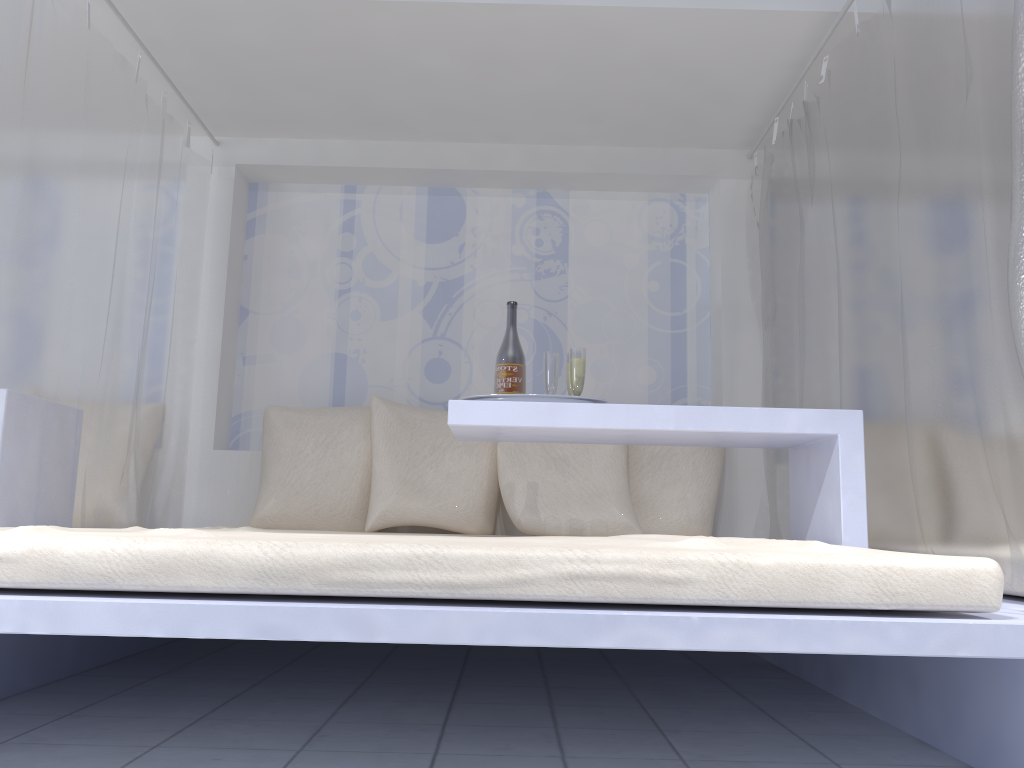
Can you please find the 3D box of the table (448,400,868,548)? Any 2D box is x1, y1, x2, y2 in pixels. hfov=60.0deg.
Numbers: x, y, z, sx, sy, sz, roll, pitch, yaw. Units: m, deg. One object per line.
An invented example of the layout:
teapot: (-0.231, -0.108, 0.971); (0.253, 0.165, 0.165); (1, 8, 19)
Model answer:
table: (0.363, 0.308, 2.444); (1.065, 0.450, 0.416); (1, -9, 0)

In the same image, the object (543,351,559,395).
object: (0.111, -0.005, 2.536); (0.059, 0.174, 0.059); (7, -11, -32)

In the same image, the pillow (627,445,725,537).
pillow: (0.549, 0.349, 3.407); (0.572, 0.510, 0.231); (1, -9, 1)

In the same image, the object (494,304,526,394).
object: (-0.003, -0.084, 2.525); (0.092, 0.302, 0.092); (7, -11, -32)

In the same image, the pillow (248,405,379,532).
pillow: (-0.729, 0.328, 3.396); (0.524, 0.521, 0.230); (1, -9, 2)

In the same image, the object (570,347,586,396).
object: (0.183, -0.013, 2.473); (0.059, 0.174, 0.059); (7, -11, -32)

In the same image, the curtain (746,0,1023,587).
curtain: (0.963, -0.260, 2.478); (0.151, 1.552, 2.050); (1, -9, 0)

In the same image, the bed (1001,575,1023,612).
bed: (2.048, 0.656, 2.384); (2.200, 0.427, 2.016); (1, -9, 0)

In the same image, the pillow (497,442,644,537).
pillow: (0.208, 0.339, 3.316); (0.528, 0.482, 0.307); (2, -9, -5)

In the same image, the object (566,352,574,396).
object: (0.176, -0.003, 2.536); (0.059, 0.174, 0.059); (7, -11, -32)

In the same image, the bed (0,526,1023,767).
bed: (-0.161, 0.606, 2.400); (2.200, 0.422, 2.022); (1, -9, 0)

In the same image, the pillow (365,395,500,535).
pillow: (-0.297, 0.312, 3.374); (0.537, 0.527, 0.233); (5, -10, -20)

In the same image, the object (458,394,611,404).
object: (0.063, 0.064, 2.488); (0.429, 0.031, 0.275); (1, -9, 2)

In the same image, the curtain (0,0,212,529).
curtain: (-1.236, -0.288, 2.515); (0.125, 1.559, 1.998); (2, -9, -1)
